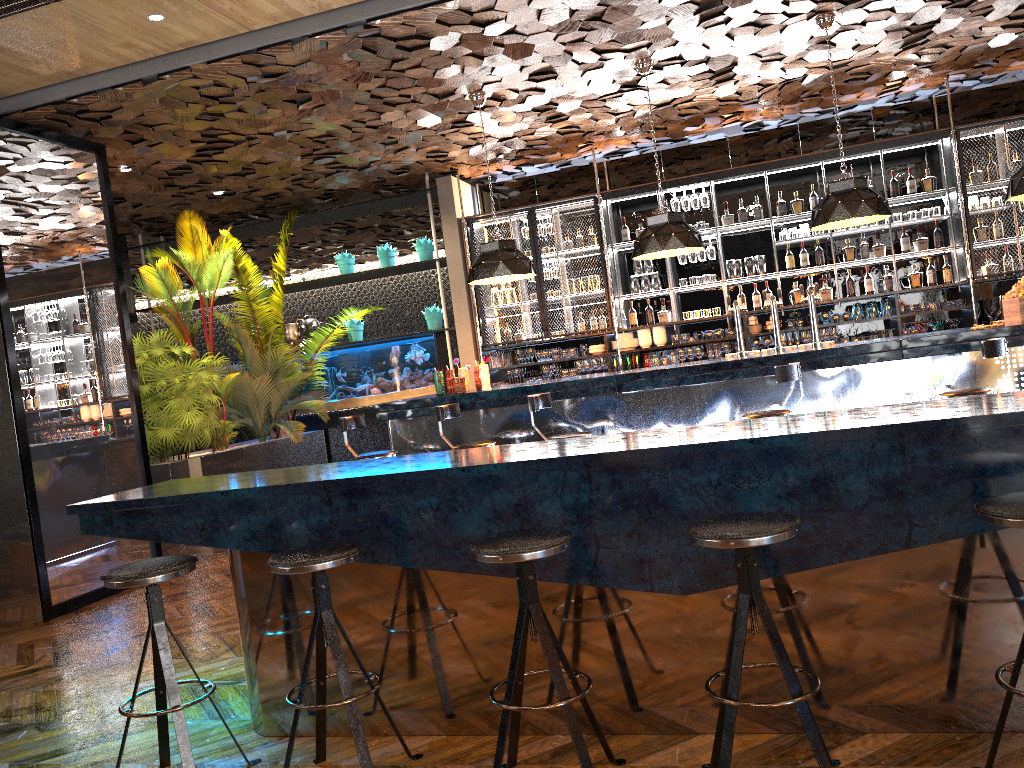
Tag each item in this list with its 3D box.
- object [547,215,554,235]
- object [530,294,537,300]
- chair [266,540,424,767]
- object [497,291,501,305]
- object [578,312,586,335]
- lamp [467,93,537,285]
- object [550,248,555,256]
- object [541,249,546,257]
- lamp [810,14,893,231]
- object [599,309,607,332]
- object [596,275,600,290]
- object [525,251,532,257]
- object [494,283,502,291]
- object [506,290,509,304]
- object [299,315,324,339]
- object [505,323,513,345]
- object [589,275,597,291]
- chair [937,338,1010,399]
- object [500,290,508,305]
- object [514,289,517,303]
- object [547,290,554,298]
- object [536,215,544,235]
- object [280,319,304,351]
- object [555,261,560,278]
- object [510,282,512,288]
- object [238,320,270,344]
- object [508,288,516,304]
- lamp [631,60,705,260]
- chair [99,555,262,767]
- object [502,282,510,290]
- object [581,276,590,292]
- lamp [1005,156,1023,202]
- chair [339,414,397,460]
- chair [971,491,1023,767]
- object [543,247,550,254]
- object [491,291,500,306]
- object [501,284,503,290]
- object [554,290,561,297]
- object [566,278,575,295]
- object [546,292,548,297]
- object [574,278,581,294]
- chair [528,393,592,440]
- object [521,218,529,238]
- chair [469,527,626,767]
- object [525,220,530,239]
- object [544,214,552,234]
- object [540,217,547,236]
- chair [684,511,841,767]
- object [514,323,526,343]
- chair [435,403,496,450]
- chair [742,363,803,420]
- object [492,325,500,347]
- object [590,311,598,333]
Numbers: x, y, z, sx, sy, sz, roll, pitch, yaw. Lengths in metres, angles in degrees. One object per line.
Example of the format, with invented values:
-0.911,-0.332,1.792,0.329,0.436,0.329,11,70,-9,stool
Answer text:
0.444,-1.818,10.161,0.081,0.213,0.081,-7,1,22,object
0.250,-0.994,10.202,0.077,0.080,0.077,-7,1,28,object
-0.608,0.953,2.990,0.419,0.813,0.419,-7,1,12,chair
-0.177,-0.993,10.422,0.092,0.182,0.092,-7,1,12,object
0.790,-0.684,10.065,0.075,0.261,0.075,-8,1,-25,object
-0.182,-1.640,7.512,0.582,1.606,0.607,-7,1,17,lamp
0.461,-1.522,10.206,0.077,0.080,0.077,-8,1,-38,object
0.354,-1.509,10.228,0.077,0.080,0.077,-8,1,-18,object
2.470,-1.998,6.724,0.582,1.564,0.607,-7,1,17,lamp
1.019,-0.713,9.997,0.075,0.260,0.075,-8,1,-25,object
0.950,-1.133,10.031,0.092,0.182,0.092,-7,1,12,object
0.189,-1.486,10.187,0.077,0.080,0.077,-7,1,7,object
-0.172,-1.175,10.303,0.092,0.182,0.092,-7,1,12,object
-0.077,-1.006,10.385,0.092,0.182,0.092,-7,1,12,object
-2.492,-0.710,11.007,0.290,0.292,0.278,-8,1,-37,object
-0.043,-0.579,10.286,0.075,0.260,0.075,-8,2,-40,object
0.914,-1.127,9.943,0.092,0.182,0.092,-7,1,12,object
2.921,0.287,5.594,0.476,1.108,0.419,-7,1,32,chair
-0.097,-1.001,10.292,0.092,0.182,0.092,-7,1,12,object
0.012,-1.016,10.349,0.092,0.182,0.092,-7,1,12,object
0.439,-1.015,10.050,0.077,0.080,0.077,-7,1,12,object
0.318,-1.799,10.048,0.081,0.213,0.081,-7,1,22,object
-2.795,-0.595,11.198,0.232,0.398,0.378,-9,2,-43,object
0.510,-1.322,10.171,0.081,0.213,0.081,-7,1,22,object
-0.055,-1.192,10.359,0.092,0.182,0.092,-7,1,12,object
-3.256,-0.571,11.332,0.458,0.472,0.250,-6,2,43,object
-0.005,-1.012,10.253,0.092,0.182,0.092,-7,1,12,object
1.176,-1.839,7.235,0.582,1.564,0.607,-7,1,17,lamp
-1.224,1.031,3.130,0.419,0.813,0.419,-7,1,12,chair
-0.073,-1.188,10.281,0.092,0.182,0.092,-7,1,12,object
0.830,-1.117,9.990,0.092,0.182,0.092,-7,1,12,object
3.831,-2.170,6.442,0.582,1.564,0.607,-7,1,17,lamp
-1.037,0.782,6.818,0.476,1.108,0.419,-7,1,17,chair
1.439,0.698,2.322,0.419,0.813,0.419,-7,1,12,chair
0.390,-1.510,10.060,0.077,0.080,0.077,-8,1,-38,object
-0.196,-0.989,10.321,0.092,0.182,0.092,-7,1,12,object
-0.150,-1.180,10.398,0.092,0.182,0.092,-7,1,12,object
0.522,-1.029,10.190,0.077,0.080,0.077,-7,1,12,object
0.665,-1.096,10.015,0.092,0.182,0.092,-7,1,12,object
0.421,-1.016,10.213,0.077,0.080,0.077,-8,1,-19,object
0.745,-1.108,10.096,0.092,0.182,0.092,-7,1,12,object
0.399,0.606,6.195,0.476,1.108,0.419,-7,1,17,chair
0.144,-1.778,10.101,0.081,0.213,0.081,-7,1,22,object
0.079,0.868,2.744,0.419,0.813,0.419,-7,1,12,chair
0.185,-1.786,10.239,0.081,0.213,0.081,-7,1,22,object
0.404,-1.810,10.023,0.081,0.213,0.081,-7,1,22,object
0.358,-1.808,10.186,0.081,0.213,0.081,-7,1,22,object
0.710,0.789,2.554,0.419,0.813,0.419,-7,1,12,chair
0.091,-0.587,10.257,0.108,0.244,0.108,-7,1,30,object
-0.276,0.688,6.521,0.476,1.108,0.419,-7,1,17,chair
1.750,0.435,5.895,0.476,1.108,0.419,-7,1,32,chair
-0.195,-0.560,10.360,0.075,0.261,0.075,-8,1,-25,object
0.927,-0.702,10.047,0.075,0.260,0.075,-8,1,-25,object
